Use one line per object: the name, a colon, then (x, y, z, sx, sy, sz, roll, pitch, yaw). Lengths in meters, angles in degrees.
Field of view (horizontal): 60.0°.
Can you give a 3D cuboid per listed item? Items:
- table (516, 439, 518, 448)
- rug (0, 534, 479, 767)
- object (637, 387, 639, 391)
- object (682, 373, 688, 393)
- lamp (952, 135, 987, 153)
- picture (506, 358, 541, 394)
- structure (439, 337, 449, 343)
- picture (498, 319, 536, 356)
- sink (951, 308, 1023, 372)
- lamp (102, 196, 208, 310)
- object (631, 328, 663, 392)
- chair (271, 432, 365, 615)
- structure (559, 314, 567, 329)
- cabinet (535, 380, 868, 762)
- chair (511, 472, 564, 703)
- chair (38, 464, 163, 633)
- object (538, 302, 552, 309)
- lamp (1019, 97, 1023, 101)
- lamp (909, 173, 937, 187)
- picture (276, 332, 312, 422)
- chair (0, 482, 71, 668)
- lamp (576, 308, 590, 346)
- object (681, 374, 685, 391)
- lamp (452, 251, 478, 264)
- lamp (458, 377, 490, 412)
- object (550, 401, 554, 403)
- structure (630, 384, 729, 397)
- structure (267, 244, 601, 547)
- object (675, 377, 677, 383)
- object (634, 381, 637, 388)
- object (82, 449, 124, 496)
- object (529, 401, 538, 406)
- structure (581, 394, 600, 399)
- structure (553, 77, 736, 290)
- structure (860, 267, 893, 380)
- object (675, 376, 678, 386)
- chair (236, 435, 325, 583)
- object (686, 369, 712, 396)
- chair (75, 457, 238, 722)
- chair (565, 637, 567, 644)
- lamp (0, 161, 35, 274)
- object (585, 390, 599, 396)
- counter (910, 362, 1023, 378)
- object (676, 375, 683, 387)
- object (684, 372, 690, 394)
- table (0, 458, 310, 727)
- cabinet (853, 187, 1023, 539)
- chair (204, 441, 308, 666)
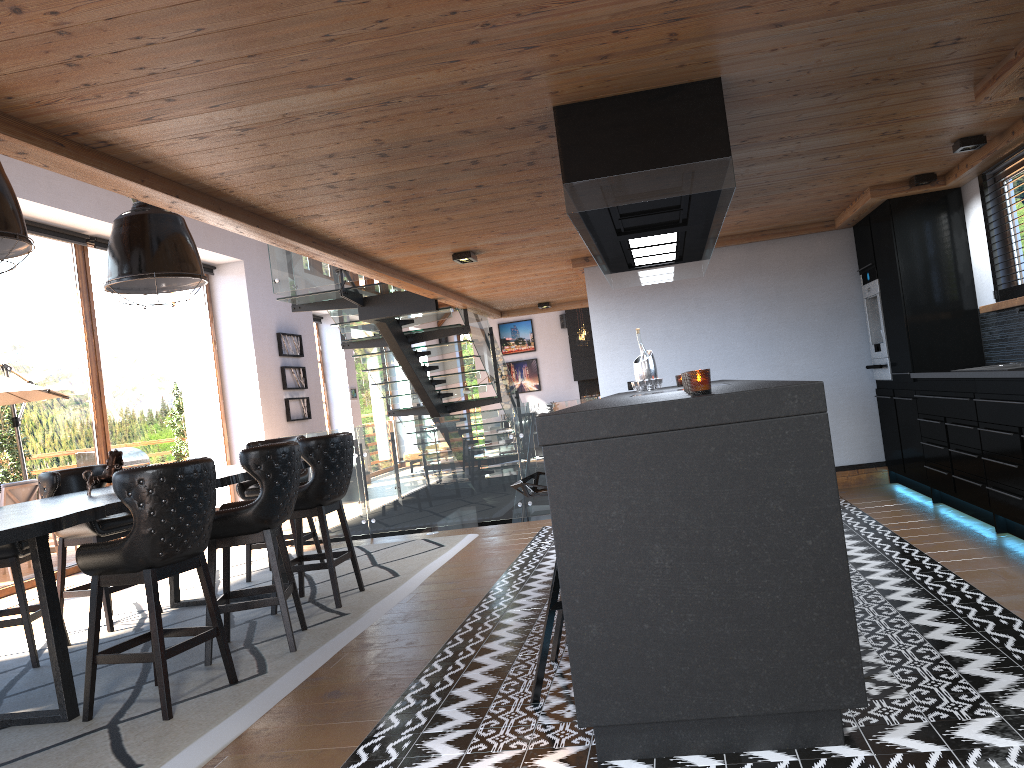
table: (-0.051, 1.178, 17.695, 0.404, 0.609, 0.419, -8, -1, 9)
rug: (-1.996, 1.525, 5.434, 2.541, 0.047, 5.652, -7, -1, 10)
object: (0.971, 0.012, 6.653, 0.080, 0.081, 0.078, -7, -1, -26)
object: (0.739, -0.009, 3.617, 0.080, 0.081, 0.078, -6, -2, -36)
lamp: (2.782, -1.467, 5.394, 0.155, 0.068, 0.153, -7, -1, 9)
picture: (0.246, -0.180, 22.228, 0.876, 0.816, 0.036, -7, -2, 8)
structure: (-1.736, -1.160, 22.456, 0.213, 0.349, 0.214, -8, -1, 9)
picture: (0.119, -1.167, 22.255, 0.876, 0.816, 0.036, -7, -2, 8)
sink: (2.972, -0.237, 5.245, 0.460, 0.420, 0.966, -8, -1, 10)
lamp: (-2.531, -2.808, 5.673, 0.629, 4.686, 0.614, -6, -2, -36)
object: (0.952, -0.177, 6.396, 0.225, 0.452, 0.226, -8, -1, 9)
chair: (-1.259, 0.885, 5.760, 0.566, 1.092, 0.506, -8, -1, 8)
structure: (1.294, -1.557, 22.001, 0.213, 0.349, 0.214, -8, -1, 9)
cabinet: (0.991, 0.581, 5.095, 0.885, 1.104, 4.819, -8, -1, 10)
chair: (0.292, 0.778, 3.628, 0.467, 0.839, 0.541, -8, -1, 10)
chair: (-2.800, 1.096, 5.939, 0.564, 1.092, 0.508, -8, -2, 18)
object: (0.438, -1.058, 11.877, 0.155, 0.068, 0.262, -8, -1, 10)
lamp: (2.601, -1.461, 4.362, 0.155, 0.068, 0.153, -7, -1, 9)
lamp: (2.953, -1.473, 6.372, 0.155, 0.068, 0.153, -7, -1, 9)
picture: (-3.274, -0.103, 13.344, 0.059, 1.312, 0.777, -8, -1, 10)
chair: (-3.007, 1.100, 5.138, 0.570, 1.092, 0.502, -7, -1, -7)
lamp: (1.400, -1.928, 19.152, 0.261, 2.202, 0.802, -7, -1, 1)
object: (0.802, -0.011, 3.979, 0.080, 0.081, 0.078, -6, -2, -36)
lamp: (-0.383, -1.030, 7.187, 0.155, 0.068, 0.262, -8, -1, 10)
lamp: (-0.845, 0.692, 21.224, 0.521, 1.899, 1.336, -8, -2, 30)
object: (1.019, 0.647, 21.827, 0.337, 0.455, 0.337, -8, -2, 35)
structure: (0.884, 0.040, 4.682, 0.502, 0.017, 0.612, -7, -1, 9)
structure: (-3.054, 1.363, 10.682, 9.175, 6.400, 11.067, -8, -1, 9)
object: (1.296, -0.028, 6.800, 0.080, 0.081, 0.078, -7, -1, -26)
object: (1.052, 0.012, 7.322, 0.078, 0.081, 0.080, -9, -2, 44)
object: (-2.358, 0.510, 5.120, 0.223, 0.253, 0.114, -7, -2, -28)
object: (0.578, 0.676, 21.827, 0.261, 0.532, 0.423, -7, -1, -22)
structure: (2.194, 0.497, 21.535, 0.979, 0.514, 0.184, -7, -1, 8)
structure: (0.829, -1.013, 5.322, 0.708, 0.476, 3.262, -8, -1, 10)
structure: (3.167, -0.507, 7.590, 0.254, 0.945, 0.599, -8, -1, 10)
object: (1.263, -0.027, 6.613, 0.080, 0.081, 0.078, -7, -1, -26)
chair: (-1.861, 0.985, 7.114, 0.502, 1.092, 0.570, -8, -1, 8)
object: (0.612, -0.005, 2.892, 0.080, 0.081, 0.078, -6, -2, -36)
chair: (-1.581, 0.907, 3.999, 0.564, 1.092, 0.508, -8, -2, 18)
chair: (0.453, 0.770, 4.391, 0.468, 0.839, 0.540, -7, -1, 6)
lamp: (-2.807, -2.799, 4.098, 0.629, 4.686, 0.614, -6, -2, -36)
object: (1.815, 0.489, 18.448, 0.403, 0.808, 0.625, -8, -1, 20)
counter: (3.016, -0.089, 5.320, 0.529, 0.040, 2.577, -7, -1, 10)
object: (1.197, -0.025, 6.234, 0.080, 0.081, 0.078, -7, -1, -26)
object: (0.675, -0.007, 3.254, 0.080, 0.081, 0.078, -6, -2, -36)
table: (-2.169, 1.084, 5.136, 1.424, 0.950, 3.811, -8, -1, 10)
cabinet: (2.873, -0.312, 4.687, 0.541, 2.381, 6.454, -8, -1, 10)
chair: (-1.377, 0.884, 4.800, 0.570, 1.092, 0.502, -7, -1, -7)
